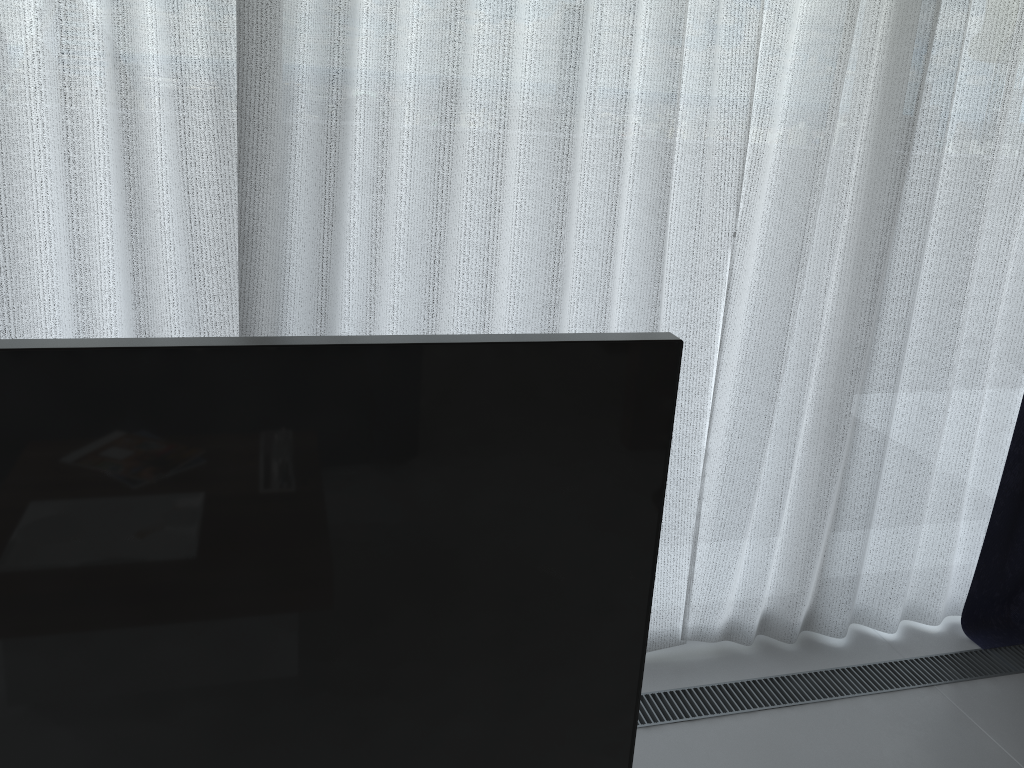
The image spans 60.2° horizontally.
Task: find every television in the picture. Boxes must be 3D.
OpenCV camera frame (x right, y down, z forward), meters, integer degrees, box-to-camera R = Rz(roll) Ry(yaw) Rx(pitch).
[{"bbox_3d":[-0.514,0.349,0.524,1.230,0.769,0.304,-1,16,-16],"label":"television"}]
